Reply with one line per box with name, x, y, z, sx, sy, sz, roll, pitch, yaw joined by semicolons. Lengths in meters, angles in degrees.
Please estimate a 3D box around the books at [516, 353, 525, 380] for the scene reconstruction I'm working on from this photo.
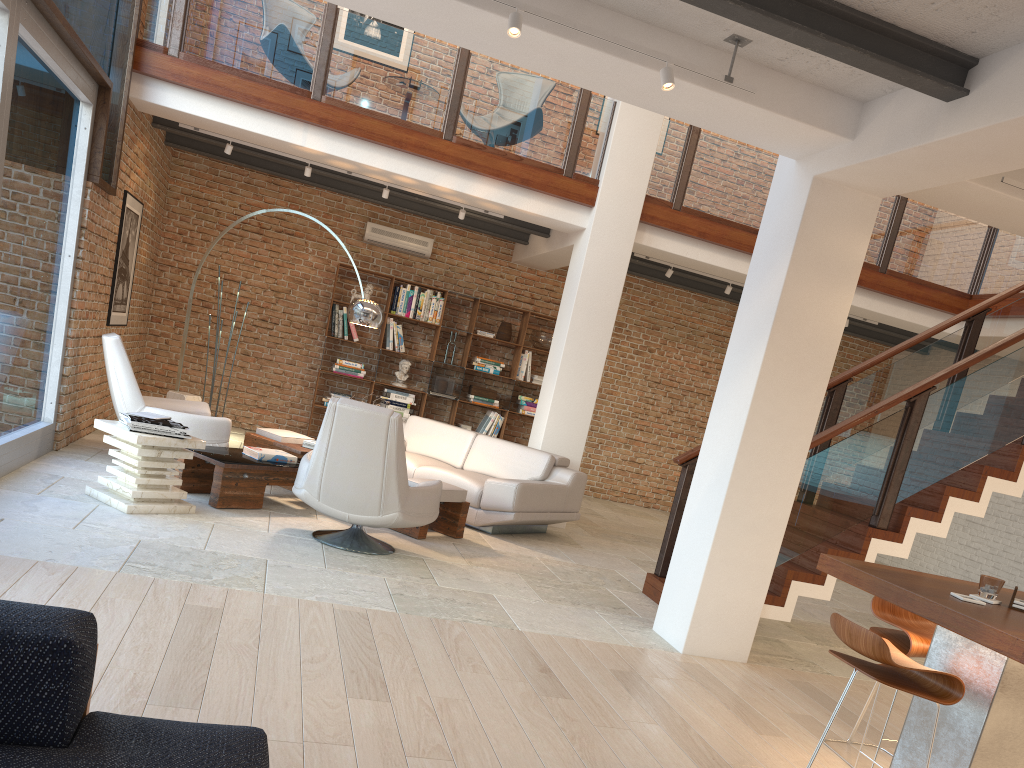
books;0.070;-0.227;11.146;0.056;0.337;0.246;10;7;-15

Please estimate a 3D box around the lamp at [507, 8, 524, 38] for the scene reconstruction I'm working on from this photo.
lamp;0.014;-1.530;3.695;0.061;0.132;0.083;11;8;-13

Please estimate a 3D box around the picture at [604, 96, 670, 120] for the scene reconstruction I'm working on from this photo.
picture;1.606;-3.610;10.916;0.922;1.223;0.026;11;10;-16

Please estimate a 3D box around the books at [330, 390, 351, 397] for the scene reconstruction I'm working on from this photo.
books;-2.103;0.119;10.710;0.254;0.017;0.158;13;1;-16

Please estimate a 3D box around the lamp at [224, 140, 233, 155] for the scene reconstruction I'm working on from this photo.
lamp;-2.607;-2.172;8.027;0.060;0.132;0.083;4;12;-45

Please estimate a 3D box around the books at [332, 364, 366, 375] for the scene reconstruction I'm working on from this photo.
books;-1.993;-0.182;10.645;0.384;0.037;0.237;13;1;-22

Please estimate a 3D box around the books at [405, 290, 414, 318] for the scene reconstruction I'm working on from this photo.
books;-1.268;-0.977;10.658;0.056;0.337;0.246;10;7;-15

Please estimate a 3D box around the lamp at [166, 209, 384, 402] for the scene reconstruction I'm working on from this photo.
lamp;-2.124;-0.358;7.871;2.000;2.404;0.315;15;10;19

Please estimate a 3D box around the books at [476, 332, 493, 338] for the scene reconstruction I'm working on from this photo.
books;-0.347;-0.613;10.899;0.208;0.034;0.129;13;1;-16

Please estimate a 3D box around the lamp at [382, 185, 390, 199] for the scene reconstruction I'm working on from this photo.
lamp;-1.221;-1.855;8.444;0.061;0.132;0.083;11;8;-13

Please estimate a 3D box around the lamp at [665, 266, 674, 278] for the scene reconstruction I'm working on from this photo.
lamp;1.682;-1.192;9.308;0.060;0.132;0.083;4;12;-45

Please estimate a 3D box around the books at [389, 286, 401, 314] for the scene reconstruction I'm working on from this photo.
books;-1.430;-1.014;10.609;0.056;0.337;0.246;10;7;-15

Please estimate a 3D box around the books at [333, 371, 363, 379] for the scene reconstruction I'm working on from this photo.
books;-2.012;-0.119;10.669;0.359;0.021;0.265;13;1;-16

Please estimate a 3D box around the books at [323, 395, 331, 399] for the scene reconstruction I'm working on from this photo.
books;-2.120;0.197;10.715;0.384;0.018;0.237;13;1;-23

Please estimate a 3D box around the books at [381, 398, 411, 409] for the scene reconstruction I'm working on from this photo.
books;-1.454;0.235;10.869;0.330;0.057;0.247;13;1;-21

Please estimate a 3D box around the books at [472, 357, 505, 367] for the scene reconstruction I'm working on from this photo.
books;-0.304;-0.275;11.033;0.384;0.037;0.237;13;1;-22

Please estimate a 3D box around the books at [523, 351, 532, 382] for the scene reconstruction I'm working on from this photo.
books;0.195;-0.227;11.199;0.102;0.392;0.236;10;8;-15

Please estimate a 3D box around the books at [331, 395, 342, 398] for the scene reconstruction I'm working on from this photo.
books;-2.121;0.170;10.732;0.208;0.034;0.129;13;1;-16

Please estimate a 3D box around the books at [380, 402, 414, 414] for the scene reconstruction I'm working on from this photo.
books;-1.444;0.300;10.899;0.385;0.066;0.237;13;1;-29

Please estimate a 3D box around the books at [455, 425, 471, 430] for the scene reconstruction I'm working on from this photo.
books;-0.625;0.563;11.184;0.164;0.017;0.245;13;1;-15

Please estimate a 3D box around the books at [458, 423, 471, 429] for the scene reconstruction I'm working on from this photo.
books;-0.609;0.541;11.187;0.134;0.034;0.200;13;1;-20

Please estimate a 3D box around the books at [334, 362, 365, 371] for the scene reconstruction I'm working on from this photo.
books;-1.993;-0.212;10.658;0.359;0.021;0.264;13;1;-17

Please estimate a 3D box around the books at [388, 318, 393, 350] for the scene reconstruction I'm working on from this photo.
books;-1.489;-0.611;10.672;0.104;0.392;0.236;10;8;-15

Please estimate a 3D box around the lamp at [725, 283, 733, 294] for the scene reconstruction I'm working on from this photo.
lamp;2.364;-1.036;9.514;0.061;0.132;0.083;11;8;-13

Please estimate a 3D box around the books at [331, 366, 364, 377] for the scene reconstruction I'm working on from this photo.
books;-2.013;-0.149;10.655;0.384;0.037;0.237;13;1;-20

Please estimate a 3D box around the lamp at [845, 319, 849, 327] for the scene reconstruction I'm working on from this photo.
lamp;3.808;-0.706;9.938;0.058;0.132;0.087;19;10;35

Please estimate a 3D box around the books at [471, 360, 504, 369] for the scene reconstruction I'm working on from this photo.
books;-0.314;-0.249;11.046;0.384;0.018;0.237;13;1;-23

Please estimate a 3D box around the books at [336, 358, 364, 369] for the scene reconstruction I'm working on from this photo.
books;-1.977;-0.248;10.651;0.329;0.057;0.248;13;1;-13

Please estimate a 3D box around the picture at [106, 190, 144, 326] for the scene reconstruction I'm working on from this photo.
picture;-3.617;-1.138;8.163;0.028;1.222;0.884;10;7;-15

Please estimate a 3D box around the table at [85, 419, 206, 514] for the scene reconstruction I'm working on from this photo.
table;-2.409;0.548;5.735;0.482;0.515;0.497;17;7;34

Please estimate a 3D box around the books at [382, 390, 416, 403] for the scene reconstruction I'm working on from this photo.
books;-1.420;0.159;10.890;0.384;0.066;0.237;13;1;-21

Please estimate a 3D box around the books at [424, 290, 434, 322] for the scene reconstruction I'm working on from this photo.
books;-1.037;-0.953;10.710;0.037;0.392;0.236;10;8;-15

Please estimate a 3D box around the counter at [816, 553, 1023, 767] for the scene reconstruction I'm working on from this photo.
counter;2.337;1.450;2.939;1.702;0.938;2.429;12;2;-15

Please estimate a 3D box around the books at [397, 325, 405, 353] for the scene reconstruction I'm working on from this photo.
books;-1.380;-0.559;10.716;0.159;0.336;0.246;10;7;-15

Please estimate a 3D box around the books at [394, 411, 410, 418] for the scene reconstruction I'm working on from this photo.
books;-1.472;0.356;10.922;0.365;0.057;0.275;13;1;-13

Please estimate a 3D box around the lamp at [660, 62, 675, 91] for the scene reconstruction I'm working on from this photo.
lamp;0.697;-1.374;3.901;0.060;0.132;0.083;4;12;-45

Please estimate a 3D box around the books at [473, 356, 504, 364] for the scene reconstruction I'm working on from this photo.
books;-0.305;-0.305;11.046;0.359;0.021;0.264;13;1;-17

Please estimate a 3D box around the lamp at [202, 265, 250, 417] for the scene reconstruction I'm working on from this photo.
lamp;-3.220;-0.351;9.643;0.420;1.861;0.193;3;14;-44

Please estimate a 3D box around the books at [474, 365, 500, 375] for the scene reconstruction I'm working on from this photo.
books;-0.326;-0.175;11.062;0.328;0.057;0.249;13;1;-6

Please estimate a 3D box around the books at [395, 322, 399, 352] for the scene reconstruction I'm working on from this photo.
books;-1.427;-0.579;10.714;0.126;0.356;0.263;10;7;-15

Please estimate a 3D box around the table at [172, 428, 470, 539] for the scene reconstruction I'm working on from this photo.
table;-1.683;0.742;7.023;2.151;0.438;1.985;14;1;35

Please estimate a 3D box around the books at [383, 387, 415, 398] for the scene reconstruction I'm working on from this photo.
books;-1.412;0.108;10.875;0.383;0.037;0.237;13;1;-16

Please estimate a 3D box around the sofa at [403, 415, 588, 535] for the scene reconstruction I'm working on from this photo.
sofa;-0.554;0.822;8.349;2.273;0.773;1.151;14;4;34

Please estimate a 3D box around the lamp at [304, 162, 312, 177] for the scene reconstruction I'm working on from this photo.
lamp;-1.924;-2.020;8.233;0.061;0.123;0.083;11;8;-13

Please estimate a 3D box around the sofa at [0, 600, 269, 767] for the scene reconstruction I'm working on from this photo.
sofa;-0.572;0.934;0.234;2.099;0.673;3.844;13;1;-15

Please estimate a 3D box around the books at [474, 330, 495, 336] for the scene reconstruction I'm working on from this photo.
books;-0.348;-0.640;10.899;0.239;0.019;0.166;13;1;-23

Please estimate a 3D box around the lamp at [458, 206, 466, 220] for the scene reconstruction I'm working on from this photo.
lamp;-0.494;-1.696;8.669;0.061;0.118;0.092;11;7;-8

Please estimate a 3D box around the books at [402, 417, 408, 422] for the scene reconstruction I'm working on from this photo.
books;-1.479;0.416;10.915;0.384;0.066;0.237;13;1;-21

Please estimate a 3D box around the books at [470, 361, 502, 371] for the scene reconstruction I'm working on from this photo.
books;-0.337;-0.226;11.056;0.383;0.037;0.237;13;1;-16

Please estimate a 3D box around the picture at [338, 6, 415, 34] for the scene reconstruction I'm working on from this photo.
picture;-1.527;-4.326;9.981;0.922;1.223;0.026;11;10;-16

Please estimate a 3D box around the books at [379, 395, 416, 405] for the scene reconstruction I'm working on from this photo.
books;-1.433;0.200;10.878;0.449;0.021;0.265;13;1;-16

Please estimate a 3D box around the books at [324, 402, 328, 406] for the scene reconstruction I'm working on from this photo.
books;-2.131;0.271;10.731;0.328;0.057;0.249;13;1;-6

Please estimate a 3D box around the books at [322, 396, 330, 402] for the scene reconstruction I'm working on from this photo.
books;-2.143;0.220;10.725;0.383;0.037;0.237;13;1;-16

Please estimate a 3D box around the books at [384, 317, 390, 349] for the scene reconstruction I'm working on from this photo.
books;-1.530;-0.621;10.684;0.102;0.392;0.236;10;8;-15

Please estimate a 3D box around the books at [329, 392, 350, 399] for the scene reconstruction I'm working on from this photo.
books;-2.122;0.142;10.732;0.239;0.019;0.166;13;1;-23

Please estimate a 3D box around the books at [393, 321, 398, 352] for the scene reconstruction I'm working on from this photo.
books;-1.445;-0.583;10.700;0.126;0.356;0.263;10;7;-15
